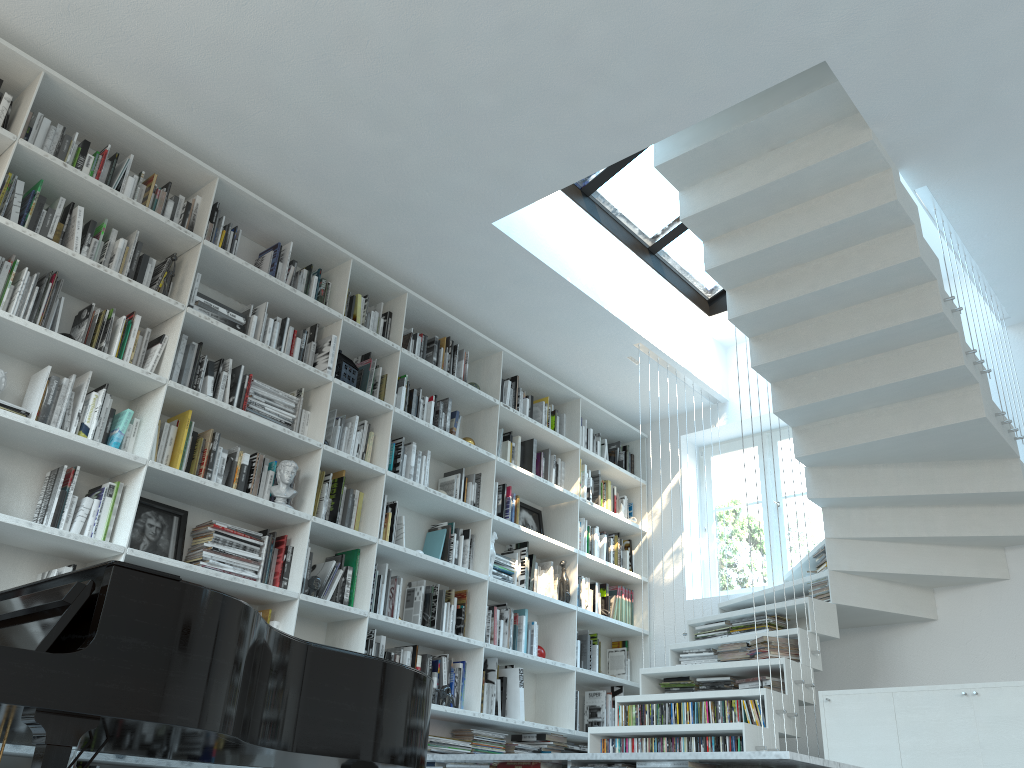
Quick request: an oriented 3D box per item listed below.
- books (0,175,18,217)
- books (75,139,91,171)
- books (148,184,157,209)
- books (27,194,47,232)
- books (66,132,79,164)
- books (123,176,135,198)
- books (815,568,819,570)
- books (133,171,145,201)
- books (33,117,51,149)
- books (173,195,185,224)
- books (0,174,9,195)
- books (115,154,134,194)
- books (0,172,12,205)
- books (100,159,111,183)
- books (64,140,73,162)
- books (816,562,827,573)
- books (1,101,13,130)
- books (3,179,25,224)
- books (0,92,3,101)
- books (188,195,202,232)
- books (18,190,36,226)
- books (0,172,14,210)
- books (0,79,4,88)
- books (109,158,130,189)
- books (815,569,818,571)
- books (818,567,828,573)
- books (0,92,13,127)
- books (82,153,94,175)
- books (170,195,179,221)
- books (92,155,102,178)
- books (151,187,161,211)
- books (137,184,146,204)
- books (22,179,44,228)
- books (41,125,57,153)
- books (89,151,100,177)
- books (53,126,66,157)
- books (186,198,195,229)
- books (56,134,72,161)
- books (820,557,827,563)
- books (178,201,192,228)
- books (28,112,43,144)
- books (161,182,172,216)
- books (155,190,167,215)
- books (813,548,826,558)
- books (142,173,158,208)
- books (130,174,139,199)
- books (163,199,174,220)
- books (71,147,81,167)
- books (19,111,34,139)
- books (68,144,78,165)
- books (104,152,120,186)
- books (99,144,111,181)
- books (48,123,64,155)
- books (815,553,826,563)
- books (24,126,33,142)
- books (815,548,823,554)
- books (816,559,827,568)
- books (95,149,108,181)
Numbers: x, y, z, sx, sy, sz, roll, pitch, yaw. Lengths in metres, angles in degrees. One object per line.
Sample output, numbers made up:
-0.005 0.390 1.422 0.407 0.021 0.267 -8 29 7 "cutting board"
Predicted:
-2.094 -0.707 3.618 0.148 0.286 0.010 -18 -33 37 "books"
-1.949 -0.943 3.928 0.151 0.266 0.028 -18 -33 37 "books"
-1.725 -0.809 4.125 0.161 0.227 0.021 -18 -33 37 "books"
-2.018 -0.648 3.677 0.181 0.240 0.031 -18 -33 37 "books"
-1.973 -0.966 3.880 0.160 0.263 0.010 -18 -33 37 "books"
-1.799 -0.832 4.045 0.182 0.189 0.031 -18 -34 37 "books"
1.872 1.119 5.227 0.175 0.012 0.266 -3 -27 12 "books"
-1.773 -0.847 4.100 0.156 0.267 0.014 -18 -33 37 "books"
-2.054 -1.007 3.797 0.145 0.253 0.031 -18 -33 37 "books"
-1.643 -0.766 4.238 0.151 0.260 0.030 -18 -33 37 "books"
-2.113 -0.713 3.575 0.175 0.255 0.023 -18 -33 37 "books"
-1.816 -0.894 4.061 0.166 0.314 0.014 -18 -33 37 "books"
-2.112 -0.715 3.602 0.159 0.282 0.013 -18 -33 37 "books"
-1.877 -0.890 3.989 0.130 0.234 0.029 -18 -33 37 "books"
-1.980 -0.946 3.858 0.167 0.206 0.015 -18 -34 37 "books"
1.858 1.035 4.966 0.250 0.017 0.182 2 -27 2 "books"
-2.150 -1.051 3.716 0.147 0.251 0.039 -18 -33 37 "books"
-2.074 -0.686 3.645 0.168 0.273 0.067 -18 -33 37 "books"
-2.189 -1.079 3.675 0.152 0.259 0.022 -18 -33 37 "books"
-1.585 -0.757 4.278 0.176 0.287 0.026 -18 -33 37 "books"
-2.044 -0.667 3.664 0.157 0.258 0.011 -18 -33 37 "books"
-2.118 -0.716 3.629 0.130 0.307 0.014 -18 -33 37 "books"
-2.186 -1.110 3.653 0.164 0.295 0.025 -18 -33 37 "books"
-1.828 -0.891 4.022 0.173 0.271 0.052 -18 -33 37 "books"
1.862 1.130 5.223 0.184 0.013 0.231 0 -27 6 "books"
1.857 1.057 4.972 0.247 0.015 0.143 3 -27 0 "books"
-2.162 -1.070 3.683 0.178 0.253 0.031 -18 -33 37 "books"
-1.925 -0.904 3.927 0.152 0.200 0.030 -18 -33 37 "books"
-1.655 -0.768 4.209 0.149 0.236 0.026 -18 -33 37 "books"
-1.894 -0.901 3.947 0.160 0.214 0.011 -18 -33 37 "books"
-1.705 -0.796 4.124 0.178 0.206 0.013 -18 -34 37 "books"
-1.767 -0.812 4.107 0.142 0.212 0.029 -18 -33 37 "books"
-2.028 -0.689 3.678 0.171 0.313 0.012 -18 -33 37 "books"
-2.034 -0.982 3.805 0.181 0.219 0.023 -18 -34 37 "books"
-1.907 -0.912 3.947 0.155 0.233 0.013 -18 -33 37 "books"
-2.006 -0.981 3.838 0.174 0.248 0.012 -18 -33 37 "books"
-1.602 -0.754 4.263 0.172 0.266 0.014 -18 -33 37 "books"
-1.984 -0.957 3.835 0.179 0.207 0.029 -18 -34 37 "books"
1.860 0.995 4.976 0.212 0.028 0.192 2 -27 3 "books"
-1.610 -0.745 4.236 0.172 0.224 0.026 -18 -33 37 "books"
-2.085 -1.023 3.796 0.141 0.277 0.021 -18 -33 37 "books"
-1.683 -0.809 4.183 0.160 0.284 0.013 -18 -33 37 "books"
-1.691 -0.786 4.134 0.187 0.199 0.026 -18 -34 37 "books"
1.862 0.961 4.992 0.283 0.012 0.176 5 -27 -3 "books"
-1.731 -0.834 4.117 0.192 0.265 0.014 -18 -33 37 "books"
-1.786 -0.840 4.079 0.134 0.234 0.026 -18 -33 37 "books"
-1.667 -0.757 4.172 0.177 0.184 0.031 -18 -34 37 "books"
-1.964 -0.927 3.904 0.150 0.215 0.012 -18 -33 37 "books"
-2.099 -1.029 3.739 0.156 0.236 0.029 -18 -33 37 "books"
-1.982 -0.940 3.900 0.130 0.233 0.025 -18 -33 37 "books"
-1.851 -0.904 4.003 0.164 0.275 0.013 -18 -33 37 "books"
-1.879 -0.928 3.983 0.151 0.297 0.010 -18 -33 37 "books"
-2.021 -0.987 3.829 0.171 0.250 0.023 -18 -33 37 "books"
1.862 0.989 5.014 0.250 0.017 0.136 2 -27 2 "books"
-2.095 -0.991 3.754 0.133 0.182 0.024 -18 -33 37 "books"
1.863 0.964 5.028 0.261 0.016 0.129 2 -27 2 "books"
1.859 1.015 4.974 0.256 0.010 0.164 5 -27 -3 "books"
-1.886 -0.912 3.963 0.183 0.250 0.013 -18 -33 37 "books"
